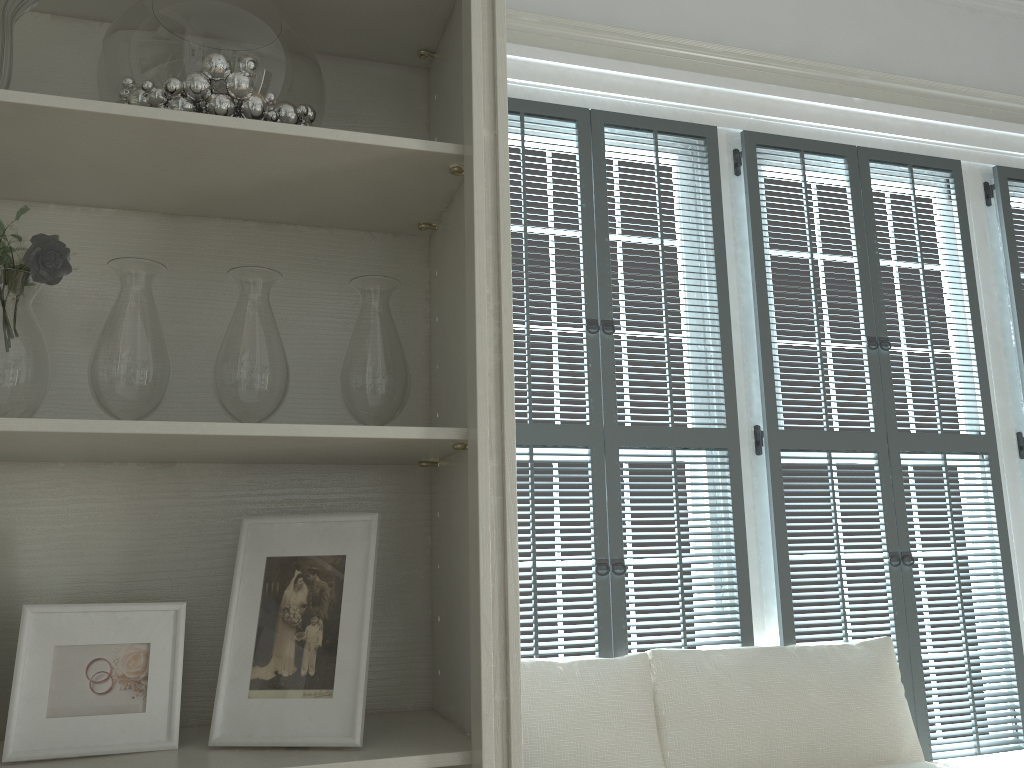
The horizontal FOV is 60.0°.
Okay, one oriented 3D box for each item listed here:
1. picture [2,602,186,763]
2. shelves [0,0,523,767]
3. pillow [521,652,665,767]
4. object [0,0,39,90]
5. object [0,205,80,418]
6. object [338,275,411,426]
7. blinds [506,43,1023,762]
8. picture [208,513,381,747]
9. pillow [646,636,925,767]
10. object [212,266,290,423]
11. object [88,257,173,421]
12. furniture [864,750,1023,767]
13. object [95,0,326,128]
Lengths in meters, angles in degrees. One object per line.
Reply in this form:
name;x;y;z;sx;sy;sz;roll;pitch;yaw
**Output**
picture;-0.553;0.392;1.195;0.206;0.192;0.124;3;-12;-22
shelves;-0.515;0.020;1.209;0.972;2.523;0.399;2;-12;-17
pillow;0.044;0.869;2.198;0.695;0.360;0.187;2;-12;-17
object;-0.758;-0.462;1.234;0.168;0.256;0.168;-8;-13;29
object;-0.701;-0.101;1.218;0.206;0.355;0.166;-6;-12;21
object;-0.210;-0.033;1.353;0.110;0.251;0.110;-12;-15;43
blinds;1.181;0.151;2.835;3.076;2.238;0.141;2;-12;-17
picture;-0.289;0.331;1.224;0.202;0.300;0.124;-3;-11;7
pillow;0.743;0.891;2.414;0.787;0.360;0.193;2;-12;-17
object;-0.381;-0.040;1.300;0.110;0.251;0.110;-12;-15;43
object;-0.535;-0.046;1.251;0.110;0.251;0.110;-12;-15;43
furniture;1.319;1.212;2.209;3.150;0.459;0.837;2;-12;-17
object;-0.450;-0.445;1.344;0.329;0.249;0.329;9;-15;-42
